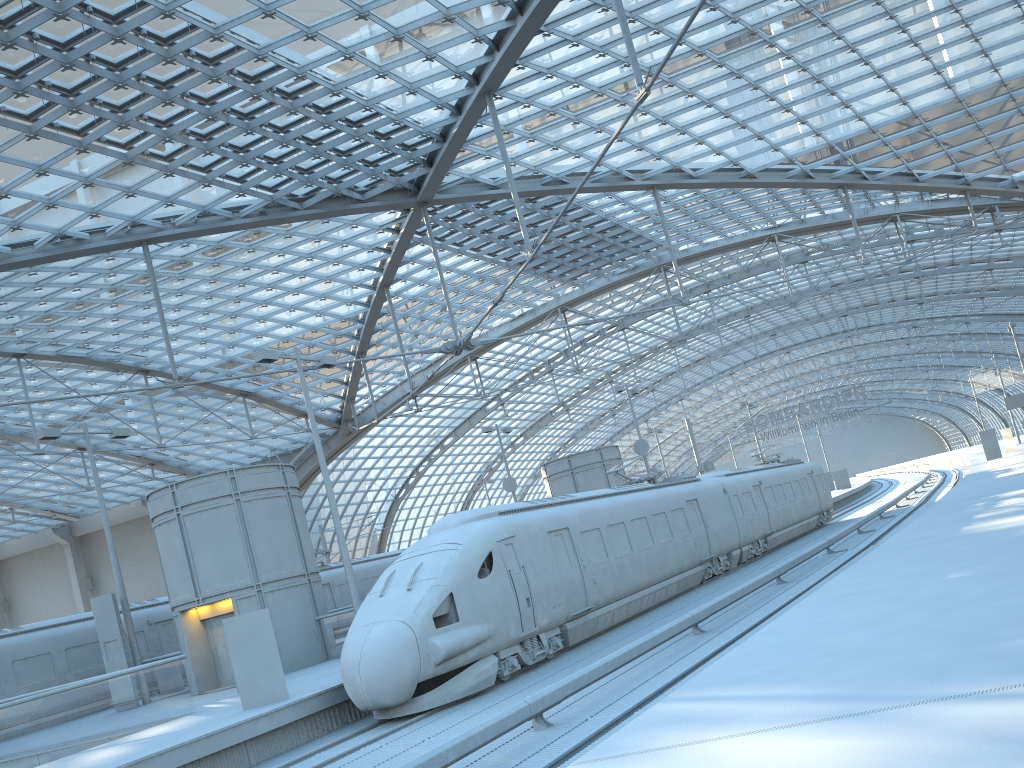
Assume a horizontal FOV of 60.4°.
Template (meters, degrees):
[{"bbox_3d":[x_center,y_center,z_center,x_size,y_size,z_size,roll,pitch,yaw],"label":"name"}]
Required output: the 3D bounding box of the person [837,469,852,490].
[{"bbox_3d":[27.992,8.055,74.012,0.841,1.719,0.001,-17,-4,29],"label":"person"}]

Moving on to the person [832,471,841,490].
[{"bbox_3d":[28.918,8.502,77.573,0.890,1.693,0.001,-17,-4,29],"label":"person"}]

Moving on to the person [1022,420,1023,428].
[{"bbox_3d":[28.529,2.794,48.225,0.067,1.795,0.799,-12,-5,-30],"label":"person"}]

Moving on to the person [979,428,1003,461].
[{"bbox_3d":[27.595,3.500,50.579,0.001,1.785,0.921,-12,-6,-37],"label":"person"}]

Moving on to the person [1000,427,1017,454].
[{"bbox_3d":[30.982,3.549,54.786,0.001,1.600,0.822,-13,-5,-17],"label":"person"}]

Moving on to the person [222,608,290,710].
[{"bbox_3d":[-4.552,4.926,15.689,0.877,1.693,0.001,-15,-4,4],"label":"person"}]

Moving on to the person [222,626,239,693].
[{"bbox_3d":[-6.052,6.188,19.917,0.714,1.600,0.001,-15,-4,9],"label":"person"}]

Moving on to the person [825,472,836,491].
[{"bbox_3d":[29.480,9.183,82.113,0.913,1.786,0.001,-17,-4,24],"label":"person"}]
